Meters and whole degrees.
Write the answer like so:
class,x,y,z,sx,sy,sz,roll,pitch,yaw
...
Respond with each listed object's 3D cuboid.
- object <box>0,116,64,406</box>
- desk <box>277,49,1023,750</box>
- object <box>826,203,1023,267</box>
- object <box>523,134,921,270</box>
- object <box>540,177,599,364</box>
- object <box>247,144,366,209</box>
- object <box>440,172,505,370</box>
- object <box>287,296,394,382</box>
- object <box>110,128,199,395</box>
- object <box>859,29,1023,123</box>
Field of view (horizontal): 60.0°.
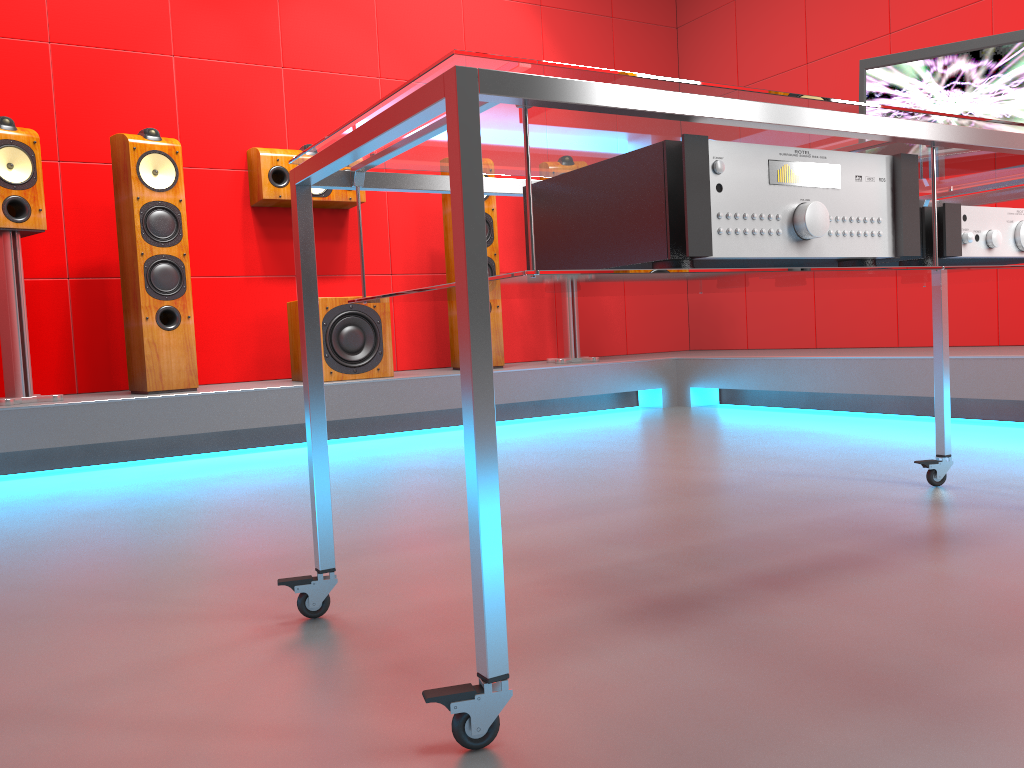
class,x,y,z,sx,sy,sz,roll,pitch,yaw
object,-1.892,-0.456,3.330,0.265,1.058,0.231,0,4,40
desk,0.469,-0.037,1.478,1.617,0.690,0.594,-5,4,-30
object,0.723,-0.236,1.550,0.435,0.092,0.365,-5,4,-30
object,0.299,-0.232,1.298,0.431,0.158,0.371,-5,4,-30
object,0.289,-0.641,4.601,0.231,1.058,0.265,-4,3,-10
object,-0.977,-0.993,4.224,0.493,0.271,0.235,-5,4,-30
object,-0.195,-0.599,4.345,0.203,1.052,0.238,-4,3,-20
object,-0.773,-0.202,3.989,0.360,0.360,0.360,-5,4,-30
object,-1.447,-0.491,3.590,0.203,1.052,0.238,-6,4,-40
object,0.835,-0.559,1.727,0.342,0.285,0.340,-1,4,30
